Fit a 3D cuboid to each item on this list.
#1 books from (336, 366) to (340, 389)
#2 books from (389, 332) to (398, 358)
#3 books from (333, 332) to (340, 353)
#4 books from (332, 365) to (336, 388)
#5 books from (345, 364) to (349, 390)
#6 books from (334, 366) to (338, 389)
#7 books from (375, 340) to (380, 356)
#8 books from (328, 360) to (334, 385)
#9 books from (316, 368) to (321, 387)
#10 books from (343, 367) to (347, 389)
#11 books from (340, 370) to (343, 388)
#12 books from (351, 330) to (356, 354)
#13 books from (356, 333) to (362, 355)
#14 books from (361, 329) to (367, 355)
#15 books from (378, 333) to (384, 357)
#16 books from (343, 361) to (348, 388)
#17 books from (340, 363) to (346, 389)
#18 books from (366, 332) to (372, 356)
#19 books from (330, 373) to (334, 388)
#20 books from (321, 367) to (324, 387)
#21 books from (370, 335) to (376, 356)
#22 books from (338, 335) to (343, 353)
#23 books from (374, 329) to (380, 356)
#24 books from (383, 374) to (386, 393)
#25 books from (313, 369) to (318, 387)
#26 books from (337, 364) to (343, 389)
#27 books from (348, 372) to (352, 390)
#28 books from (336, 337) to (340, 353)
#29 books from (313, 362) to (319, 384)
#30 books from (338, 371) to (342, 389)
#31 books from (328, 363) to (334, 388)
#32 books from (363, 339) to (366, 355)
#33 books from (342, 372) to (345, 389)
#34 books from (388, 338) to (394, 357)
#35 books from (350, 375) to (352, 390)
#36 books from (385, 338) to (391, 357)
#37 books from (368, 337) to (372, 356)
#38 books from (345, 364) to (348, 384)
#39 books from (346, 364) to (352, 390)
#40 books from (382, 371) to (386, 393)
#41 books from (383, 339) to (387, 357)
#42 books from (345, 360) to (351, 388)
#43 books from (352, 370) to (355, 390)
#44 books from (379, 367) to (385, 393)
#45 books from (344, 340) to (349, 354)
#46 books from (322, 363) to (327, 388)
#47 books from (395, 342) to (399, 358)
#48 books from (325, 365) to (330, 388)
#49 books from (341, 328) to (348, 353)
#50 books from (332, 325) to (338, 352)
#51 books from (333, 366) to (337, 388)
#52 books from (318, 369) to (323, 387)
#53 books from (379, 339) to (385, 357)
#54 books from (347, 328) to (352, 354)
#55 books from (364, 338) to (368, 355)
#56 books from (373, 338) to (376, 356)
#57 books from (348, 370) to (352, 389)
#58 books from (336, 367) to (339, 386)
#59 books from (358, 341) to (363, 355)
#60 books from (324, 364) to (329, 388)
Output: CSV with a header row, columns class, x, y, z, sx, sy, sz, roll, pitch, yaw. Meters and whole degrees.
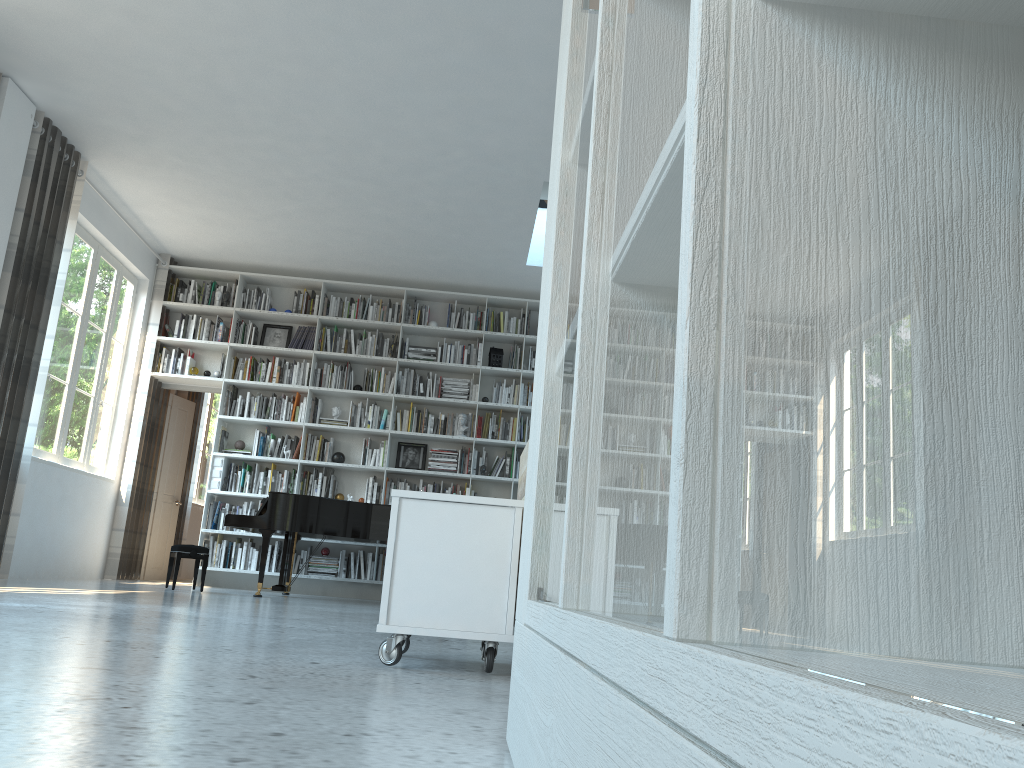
class,x,y,z,sx,sy,sz,roll,pitch,yaw
books,-1.760,-0.039,9.024,0.009,0.260,0.180,5,-12,-2
books,-1.224,-0.368,9.130,0.058,0.302,0.175,5,-12,-2
books,-1.801,-0.392,9.098,0.031,0.241,0.182,5,-12,-2
books,-1.801,-0.046,9.013,0.009,0.262,0.190,5,-12,-2
books,-1.673,-0.048,9.050,0.005,0.305,0.163,5,-12,-2
books,-1.781,-0.037,9.039,0.010,0.261,0.170,5,-12,-2
books,-1.380,-0.335,9.133,0.024,0.213,0.150,5,-12,-2
books,-1.847,-0.070,9.045,0.011,0.316,0.155,5,-12,-2
books,-1.968,-0.033,9.042,0.029,0.224,0.136,5,-12,-2
books,-1.692,-0.031,9.036,0.010,0.261,0.158,5,-12,-2
books,-1.731,-0.014,9.045,0.011,0.226,0.130,5,-12,-2
books,-1.625,-0.397,9.108,0.075,0.285,0.179,5,-12,-2
books,-1.576,-0.379,9.123,0.027,0.264,0.169,5,-12,-2
books,-1.527,-0.397,9.123,0.012,0.307,0.145,5,-12,-2
books,-1.355,-0.370,9.144,0.022,0.290,0.147,5,-12,-2
books,-1.697,-0.058,9.049,0.004,0.320,0.153,5,-12,-2
books,-1.716,-0.049,9.033,0.011,0.291,0.177,5,-12,-2
books,-1.475,-0.379,9.135,0.026,0.286,0.138,5,-12,-2
books,-1.823,-0.005,9.029,0.029,0.186,0.149,5,-12,-2
books,-1.922,-0.040,9.031,0.012,0.239,0.134,5,-12,-2
books,-1.428,-0.364,9.129,0.028,0.260,0.136,5,-12,-2
books,-1.749,-0.374,9.104,0.029,0.218,0.158,5,-12,-2
books,-1.393,-0.389,9.122,0.011,0.313,0.184,5,-12,-2
books,-1.297,0.023,9.056,0.011,0.229,0.166,5,-12,-2
books,-1.989,-0.032,9.015,0.015,0.207,0.186,5,-12,-2
books,-1.750,-0.045,9.032,0.011,0.278,0.169,5,-12,-2
books,-1.645,-0.002,9.048,0.012,0.217,0.151,5,-12,-2
books,-1.777,-0.367,9.108,0.024,0.201,0.153,5,-12,-2
books,-2.000,-0.067,9.039,0.012,0.284,0.160,5,-12,-2
books,-1.741,-0.012,9.018,0.011,0.208,0.181,5,-12,-2
books,-1.837,-0.057,9.021,0.010,0.283,0.184,5,-12,-2
books,-1.514,-0.344,9.139,0.024,0.212,0.128,5,-12,-2
books,-1.709,-0.006,9.050,0.012,0.216,0.133,5,-12,-2
books,-1.241,-0.351,9.126,0.055,0.263,0.167,5,-12,-2
books,-1.637,0.003,9.046,0.004,0.209,0.132,5,-12,-2
books,-1.283,-0.337,9.140,0.025,0.236,0.153,5,-12,-2
books,-1.453,-0.353,9.106,0.021,0.225,0.192,5,-12,-2
books,-1.683,-0.054,9.055,0.005,0.315,0.157,5,-12,-2
books,-1.660,-0.043,9.028,0.011,0.286,0.189,5,-12,-2
books,-1.306,0.008,9.055,0.010,0.256,0.140,5,-12,-2
books,-1.305,-0.335,9.123,0.022,0.222,0.161,5,-12,-2
books,-1.677,-0.061,9.054,0.005,0.330,0.162,5,-12,-2
books,-1.620,-0.008,9.042,0.031,0.231,0.148,5,-12,-2
books,-1.321,-0.009,9.050,0.022,0.284,0.190,5,-12,-2
books,-1.697,-0.348,9.112,0.034,0.180,0.160,5,-12,-2
books,-1.901,-0.059,9.029,0.026,0.279,0.151,5,-12,-2
books,-1.186,-0.315,9.146,0.028,0.211,0.135,5,-12,-2
books,-1.866,-0.048,9.026,0.024,0.261,0.178,5,-12,-2
books,-1.720,-0.408,9.113,0.023,0.292,0.156,5,-12,-2
books,-1.819,-0.429,9.103,0.012,0.314,0.172,5,-12,-2
books,-1.791,-0.039,9.014,0.012,0.251,0.184,5,-12,-2
books,-1.941,-0.028,9.041,0.024,0.219,0.140,5,-12,-2
books,-1.331,-0.336,9.118,0.030,0.217,0.183,5,-12,-2
books,-1.669,-0.410,9.135,0.013,0.314,0.135,5,-12,-2
books,-1.496,-0.346,9.113,0.010,0.208,0.174,5,-12,-2
books,-1.409,-0.348,9.123,0.013,0.230,0.142,5,-12,-2
books,-1.655,-0.010,9.056,0.009,0.236,0.135,5,-12,-2
books,-1.771,-0.034,9.038,0.011,0.255,0.152,5,-12,-2
books,-1.551,-0.337,9.109,0.028,0.179,0.168,5,-12,-2
books,-1.883,-0.056,9.026,0.012,0.275,0.157,5,-12,-2
